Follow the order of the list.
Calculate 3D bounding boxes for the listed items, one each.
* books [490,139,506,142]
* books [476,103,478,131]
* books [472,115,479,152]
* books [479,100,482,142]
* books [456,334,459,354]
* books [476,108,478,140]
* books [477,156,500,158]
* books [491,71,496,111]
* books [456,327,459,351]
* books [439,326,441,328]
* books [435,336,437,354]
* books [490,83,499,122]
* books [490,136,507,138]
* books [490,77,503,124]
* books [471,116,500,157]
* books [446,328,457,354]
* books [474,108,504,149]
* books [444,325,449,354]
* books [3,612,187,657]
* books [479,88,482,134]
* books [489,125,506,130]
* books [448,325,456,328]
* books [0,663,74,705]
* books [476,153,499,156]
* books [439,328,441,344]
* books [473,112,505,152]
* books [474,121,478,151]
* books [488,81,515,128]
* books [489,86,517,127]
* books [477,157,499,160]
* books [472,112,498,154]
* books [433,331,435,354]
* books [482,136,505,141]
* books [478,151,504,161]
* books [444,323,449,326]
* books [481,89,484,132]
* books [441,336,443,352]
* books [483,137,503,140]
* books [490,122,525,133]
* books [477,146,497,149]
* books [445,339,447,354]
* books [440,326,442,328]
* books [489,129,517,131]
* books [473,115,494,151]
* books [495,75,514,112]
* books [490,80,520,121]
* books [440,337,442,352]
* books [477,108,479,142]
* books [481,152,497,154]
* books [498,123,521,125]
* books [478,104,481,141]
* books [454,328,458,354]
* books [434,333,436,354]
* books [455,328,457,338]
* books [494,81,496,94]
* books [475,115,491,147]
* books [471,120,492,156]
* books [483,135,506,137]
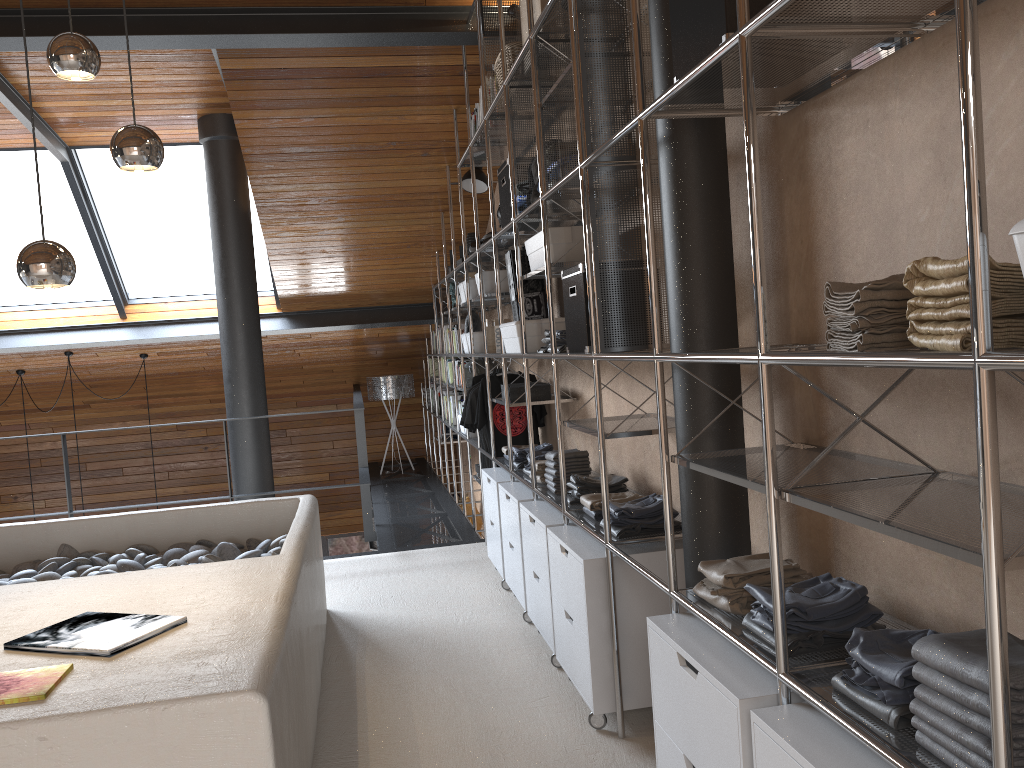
[{"bbox_3d":[-0.099,-1.440,4.851,0.137,0.213,0.068,-5,3,-10],"label":"books"},{"bbox_3d":[-0.138,-1.444,4.938,0.122,0.227,0.076,-5,3,-10],"label":"books"},{"bbox_3d":[-0.163,-1.435,5.073,0.127,0.197,0.063,-5,3,-10],"label":"books"},{"bbox_3d":[-0.109,-1.437,4.835,0.133,0.215,0.070,-5,3,-10],"label":"books"},{"bbox_3d":[-0.355,-0.316,6.697,0.119,0.166,0.072,-5,3,-10],"label":"books"},{"bbox_3d":[-0.142,-1.428,4.928,0.111,0.194,0.059,-5,3,-10],"label":"books"},{"bbox_3d":[-0.148,-1.459,5.235,0.148,0.229,0.073,-5,3,-10],"label":"books"},{"bbox_3d":[-0.030,-1.429,4.378,0.129,0.231,0.010,-5,3,-10],"label":"books"},{"bbox_3d":[-0.333,-0.341,6.673,0.161,0.215,0.092,-5,3,-10],"label":"books"},{"bbox_3d":[-0.591,-0.414,8.154,0.143,0.264,0.088,-5,3,-10],"label":"books"},{"bbox_3d":[-0.660,-0.373,8.339,0.111,0.171,0.056,-5,3,-10],"label":"books"},{"bbox_3d":[-0.038,-1.418,4.435,0.130,0.208,0.010,-5,3,-10],"label":"books"},{"bbox_3d":[-0.080,-1.426,4.759,0.137,0.197,0.063,-5,3,-10],"label":"books"},{"bbox_3d":[-0.030,-1.436,4.483,0.148,0.234,0.013,-5,3,-10],"label":"books"},{"bbox_3d":[-0.156,-1.456,5.218,0.160,0.228,0.080,-5,3,-10],"label":"books"},{"bbox_3d":[-0.417,-0.343,6.989,0.139,0.206,0.497,-5,3,-10],"label":"books"},{"bbox_3d":[-0.131,-1.445,5.015,0.161,0.220,0.074,-5,3,-10],"label":"books"},{"bbox_3d":[-0.472,-0.369,7.287,0.148,0.233,0.053,-5,3,-10],"label":"books"},{"bbox_3d":[-1.057,0.634,2.262,0.347,0.019,0.260,-3,3,21],"label":"books"},{"bbox_3d":[-0.096,-1.444,4.698,0.148,0.229,0.073,-5,3,-10],"label":"books"},{"bbox_3d":[-0.057,-1.436,4.577,0.148,0.233,0.053,-5,3,-10],"label":"books"},{"bbox_3d":[-0.436,-0.370,7.258,0.148,0.233,0.053,-5,3,-10],"label":"books"},{"bbox_3d":[-1.105,0.655,1.906,0.251,0.013,0.188,-5,3,-10],"label":"books"},{"bbox_3d":[-0.155,-1.444,5.182,0.146,0.208,0.071,-5,3,-10],"label":"books"},{"bbox_3d":[-0.597,-0.398,8.025,0.148,0.229,0.073,-5,3,-10],"label":"books"},{"bbox_3d":[-0.130,-1.447,5.086,0.177,0.214,0.064,-5,3,-10],"label":"books"},{"bbox_3d":[-0.156,-1.420,5.054,0.119,0.169,0.058,-5,3,-10],"label":"books"},{"bbox_3d":[-0.049,-1.437,4.556,0.148,0.234,0.033,-5,3,-10],"label":"books"},{"bbox_3d":[-0.045,-1.419,4.529,0.143,0.199,0.054,-5,3,-10],"label":"books"},{"bbox_3d":[-0.163,-1.459,5.284,0.169,0.229,0.077,-5,3,-10],"label":"books"},{"bbox_3d":[-0.157,-1.457,5.148,0.143,0.233,0.081,-5,3,-10],"label":"books"},{"bbox_3d":[-0.694,-0.415,8.680,0.148,0.229,0.073,-5,3,-10],"label":"books"},{"bbox_3d":[-0.103,-1.426,4.825,0.126,0.194,0.064,-5,3,-10],"label":"books"},{"bbox_3d":[-0.149,-1.473,5.322,0.206,0.249,0.074,-5,3,-10],"label":"books"},{"bbox_3d":[-0.526,-0.405,7.768,0.143,0.268,0.020,-5,3,-10],"label":"books"},{"bbox_3d":[-0.087,-1.443,4.653,0.148,0.229,0.073,-5,3,-10],"label":"books"},{"bbox_3d":[-0.528,-0.372,7.641,0.131,0.216,0.509,-5,3,-10],"label":"books"},{"bbox_3d":[-0.102,-1.429,4.807,0.123,0.201,0.071,-5,3,-10],"label":"books"},{"bbox_3d":[-0.029,-1.447,4.638,0.191,0.244,0.075,-5,3,-10],"label":"books"},{"bbox_3d":[-0.147,-1.424,5.003,0.117,0.180,0.059,-5,3,-10],"label":"books"},{"bbox_3d":[-0.481,-0.371,7.335,0.148,0.233,0.053,-5,3,-10],"label":"books"},{"bbox_3d":[-0.546,-0.404,8.021,0.191,0.249,0.077,-5,3,-10],"label":"books"},{"bbox_3d":[-0.050,-1.444,4.620,0.148,0.229,0.073,-5,3,-10],"label":"books"},{"bbox_3d":[-0.153,-1.435,5.063,0.127,0.197,0.063,-5,3,-10],"label":"books"},{"bbox_3d":[-0.013,-1.415,4.352,0.129,0.203,0.021,-5,3,-10],"label":"books"},{"bbox_3d":[-0.028,-1.419,4.424,0.148,0.206,0.018,-5,3,-10],"label":"books"},{"bbox_3d":[-0.567,-0.391,7.950,0.148,0.233,0.053,-5,3,-10],"label":"books"},{"bbox_3d":[-0.123,-1.429,4.909,0.138,0.189,0.065,-5,3,-10],"label":"books"},{"bbox_3d":[-0.145,-1.440,5.128,0.130,0.201,0.063,-5,3,-10],"label":"books"},{"bbox_3d":[-0.026,-1.422,4.498,0.148,0.206,0.014,-5,3,-10],"label":"books"},{"bbox_3d":[-0.116,-1.433,4.879,0.131,0.202,0.068,-5,3,-10],"label":"books"},{"bbox_3d":[-0.364,-0.331,6.725,0.127,0.192,0.079,-5,3,-10],"label":"books"},{"bbox_3d":[-0.673,-0.390,8.445,0.127,0.197,0.063,-5,3,-10],"label":"books"},{"bbox_3d":[-0.354,-0.331,6.715,0.127,0.192,0.079,-5,3,-10],"label":"books"},{"bbox_3d":[-0.018,-1.405,4.368,0.131,0.181,0.014,-5,3,-10],"label":"books"},{"bbox_3d":[-0.150,-1.418,4.966,0.111,0.171,0.056,-5,3,-10],"label":"books"},{"bbox_3d":[-0.169,-1.441,5.192,0.130,0.202,0.063,-5,3,-10],"label":"books"},{"bbox_3d":[-0.081,-1.433,4.736,0.155,0.212,0.073,-5,3,-10],"label":"books"}]
